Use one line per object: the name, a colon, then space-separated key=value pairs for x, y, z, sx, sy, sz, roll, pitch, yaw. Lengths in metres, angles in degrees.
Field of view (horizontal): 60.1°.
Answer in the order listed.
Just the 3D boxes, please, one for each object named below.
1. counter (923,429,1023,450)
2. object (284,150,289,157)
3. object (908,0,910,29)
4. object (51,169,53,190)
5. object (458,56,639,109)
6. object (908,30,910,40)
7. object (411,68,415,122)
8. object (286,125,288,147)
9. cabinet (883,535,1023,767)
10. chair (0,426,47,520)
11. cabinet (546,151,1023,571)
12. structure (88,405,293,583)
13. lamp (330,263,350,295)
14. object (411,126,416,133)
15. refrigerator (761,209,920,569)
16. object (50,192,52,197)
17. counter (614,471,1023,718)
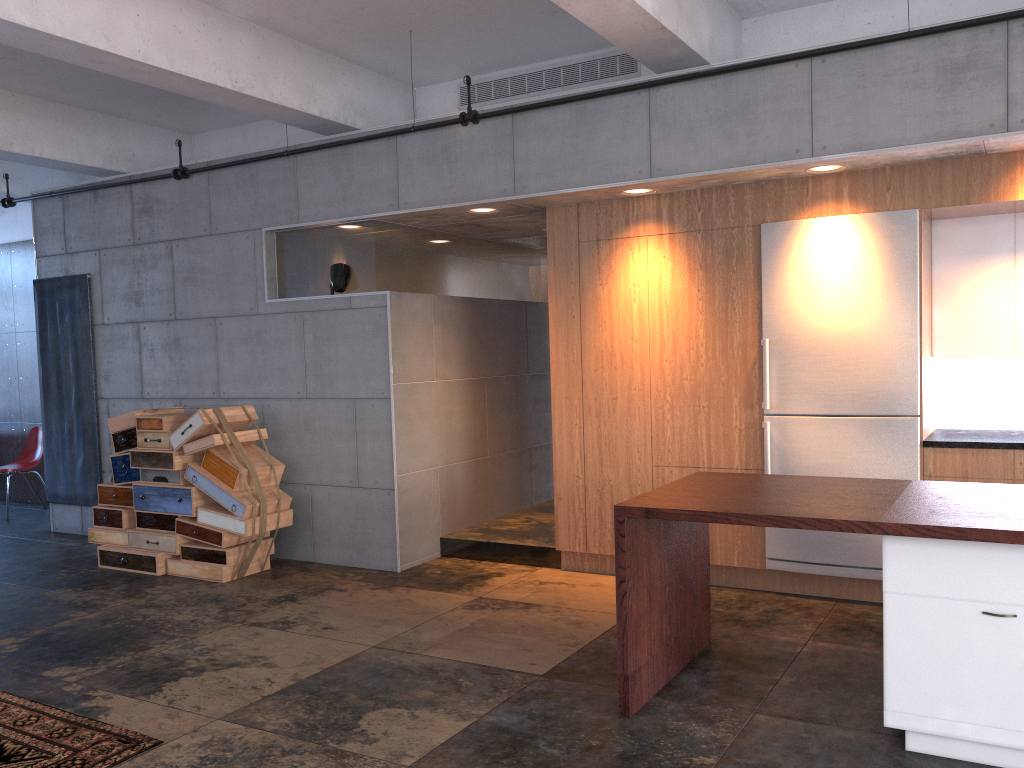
counter: x=4.822 y=0.310 z=5.015 sx=4.379 sy=0.039 sz=1.635 roll=-1 pitch=2 yaw=29
object: x=4.665 y=0.239 z=4.732 sx=0.063 sy=0.053 sz=0.051 roll=-3 pitch=3 yaw=-17
object: x=4.635 y=0.226 z=4.658 sx=0.051 sy=0.053 sz=0.063 roll=-3 pitch=3 yaw=-22
object: x=4.699 y=0.278 z=4.690 sx=0.074 sy=0.063 sz=0.063 roll=-2 pitch=3 yaw=-5
object: x=2.120 y=-1.108 z=6.082 sx=5.844 sy=2.871 sz=0.059 roll=0 pitch=4 yaw=31
object: x=4.691 y=0.227 z=4.669 sx=0.061 sy=0.053 sz=0.053 roll=0 pitch=3 yaw=37
object: x=4.598 y=0.181 z=4.746 sx=0.060 sy=0.060 sz=0.050 roll=-3 pitch=3 yaw=-25
object: x=4.666 y=0.192 z=4.756 sx=0.064 sy=0.053 sz=0.051 roll=-2 pitch=3 yaw=-12
cabinet: x=4.131 y=0.996 z=2.572 sx=5.546 sy=0.931 sz=0.938 roll=-1 pitch=3 yaw=29
chair: x=-5.496 y=0.990 z=9.959 sx=0.420 sy=0.989 sz=0.667 roll=0 pitch=3 yaw=30
cabinet: x=4.367 y=-0.118 z=5.681 sx=7.960 sy=2.566 sz=2.420 roll=0 pitch=3 yaw=29
structure: x=-2.652 y=0.832 z=7.114 sx=1.878 sy=1.317 sz=0.649 roll=0 pitch=3 yaw=29
lamp: x=-1.353 y=-0.822 z=6.979 sx=0.170 sy=0.259 sz=0.213 roll=-1 pitch=3 yaw=12
object: x=4.686 y=0.183 z=4.645 sx=0.052 sy=0.051 sz=0.064 roll=-1 pitch=3 yaw=23
refrigerator: x=2.084 y=0.049 z=5.641 sx=0.940 sy=2.194 sz=0.223 roll=0 pitch=4 yaw=26
object: x=4.708 y=0.203 z=4.719 sx=0.054 sy=0.052 sz=0.061 roll=-2 pitch=3 yaw=-12
counter: x=3.612 y=0.971 z=2.874 sx=6.535 sy=0.972 sz=1.161 roll=-1 pitch=3 yaw=29
